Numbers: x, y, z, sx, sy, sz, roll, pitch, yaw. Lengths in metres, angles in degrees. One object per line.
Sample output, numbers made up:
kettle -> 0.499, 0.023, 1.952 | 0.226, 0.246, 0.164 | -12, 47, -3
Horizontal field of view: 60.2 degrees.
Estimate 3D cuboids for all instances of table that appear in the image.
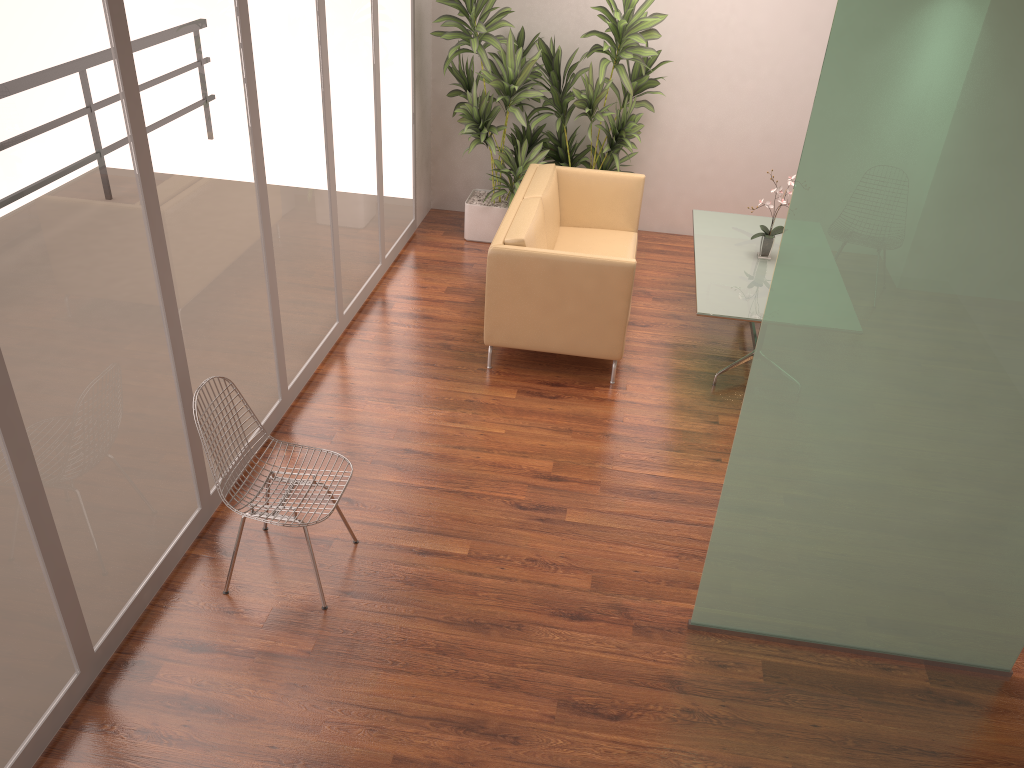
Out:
table -> 1.660, -0.561, 5.976 | 0.939, 0.586, 1.790 | 7, 31, 6

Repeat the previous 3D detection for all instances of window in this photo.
window -> -1.343, -0.794, 3.250 | 0.062, 3.429, 8.192 | 8, 32, 6

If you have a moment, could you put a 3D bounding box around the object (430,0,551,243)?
object -> -0.059, -2.196, 6.954 | 0.959, 2.201, 1.041 | 18, 35, 21

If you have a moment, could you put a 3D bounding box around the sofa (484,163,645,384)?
sofa -> 0.406, -0.844, 6.036 | 0.878, 0.876, 1.724 | 7, 32, 6

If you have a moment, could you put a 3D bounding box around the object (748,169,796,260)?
object -> 1.732, -1.102, 5.711 | 0.370, 0.616, 0.285 | 4, 33, 1

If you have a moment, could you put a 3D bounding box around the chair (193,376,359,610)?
chair -> -0.983, 0.426, 3.724 | 0.560, 0.942, 0.520 | 7, 33, 6

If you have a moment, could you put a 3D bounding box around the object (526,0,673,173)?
object -> 0.611, -2.120, 6.897 | 1.075, 2.201, 0.929 | 15, 35, 17
